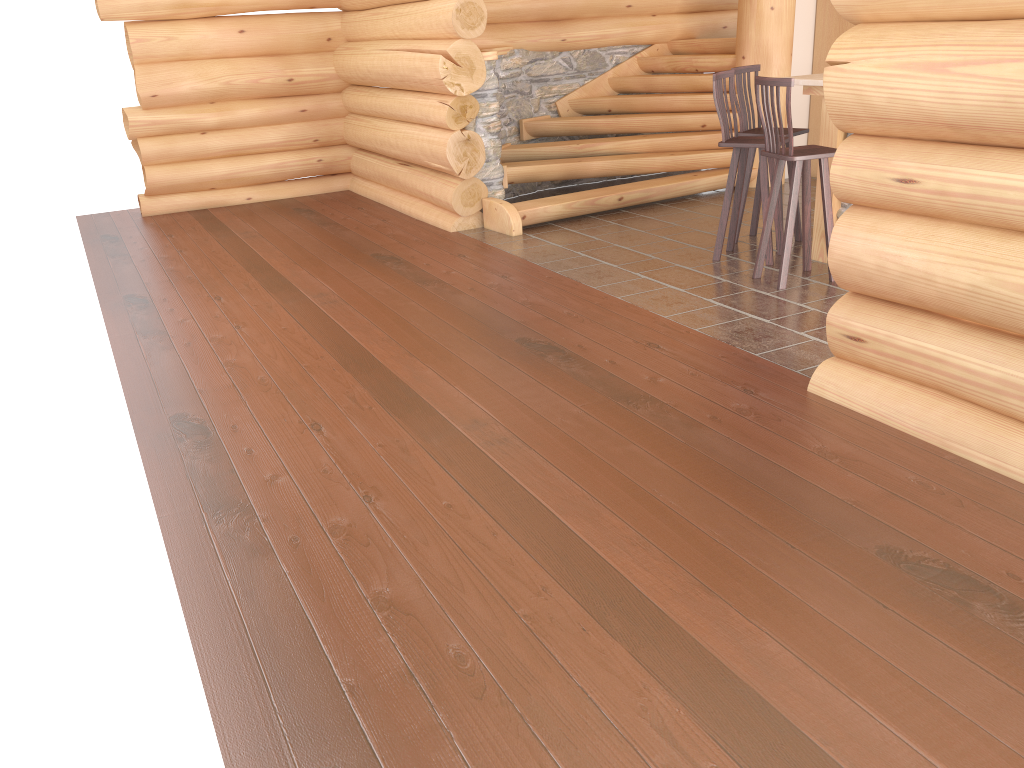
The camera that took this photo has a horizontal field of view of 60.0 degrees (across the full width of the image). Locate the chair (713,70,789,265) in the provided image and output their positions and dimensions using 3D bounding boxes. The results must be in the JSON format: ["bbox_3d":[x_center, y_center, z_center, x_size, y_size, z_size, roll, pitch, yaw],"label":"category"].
[{"bbox_3d":[1.711,-1.559,6.391,0.504,1.319,0.406,10,26,30],"label":"chair"}]

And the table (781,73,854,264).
[{"bbox_3d":[3.125,-1.199,5.368,1.196,1.257,3.220,-14,24,-24],"label":"table"}]

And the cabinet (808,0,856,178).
[{"bbox_3d":[4.080,-3.490,9.351,1.847,2.403,0.670,-14,24,-24],"label":"cabinet"}]

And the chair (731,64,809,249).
[{"bbox_3d":[1.960,-1.744,6.810,0.504,1.319,0.406,17,29,40],"label":"chair"}]

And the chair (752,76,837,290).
[{"bbox_3d":[1.855,-1.316,5.767,0.504,1.319,0.406,-10,23,-14],"label":"chair"}]

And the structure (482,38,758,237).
[{"bbox_3d":[0.944,-2.766,9.072,3.604,1.643,1.951,-17,25,-29],"label":"structure"}]
